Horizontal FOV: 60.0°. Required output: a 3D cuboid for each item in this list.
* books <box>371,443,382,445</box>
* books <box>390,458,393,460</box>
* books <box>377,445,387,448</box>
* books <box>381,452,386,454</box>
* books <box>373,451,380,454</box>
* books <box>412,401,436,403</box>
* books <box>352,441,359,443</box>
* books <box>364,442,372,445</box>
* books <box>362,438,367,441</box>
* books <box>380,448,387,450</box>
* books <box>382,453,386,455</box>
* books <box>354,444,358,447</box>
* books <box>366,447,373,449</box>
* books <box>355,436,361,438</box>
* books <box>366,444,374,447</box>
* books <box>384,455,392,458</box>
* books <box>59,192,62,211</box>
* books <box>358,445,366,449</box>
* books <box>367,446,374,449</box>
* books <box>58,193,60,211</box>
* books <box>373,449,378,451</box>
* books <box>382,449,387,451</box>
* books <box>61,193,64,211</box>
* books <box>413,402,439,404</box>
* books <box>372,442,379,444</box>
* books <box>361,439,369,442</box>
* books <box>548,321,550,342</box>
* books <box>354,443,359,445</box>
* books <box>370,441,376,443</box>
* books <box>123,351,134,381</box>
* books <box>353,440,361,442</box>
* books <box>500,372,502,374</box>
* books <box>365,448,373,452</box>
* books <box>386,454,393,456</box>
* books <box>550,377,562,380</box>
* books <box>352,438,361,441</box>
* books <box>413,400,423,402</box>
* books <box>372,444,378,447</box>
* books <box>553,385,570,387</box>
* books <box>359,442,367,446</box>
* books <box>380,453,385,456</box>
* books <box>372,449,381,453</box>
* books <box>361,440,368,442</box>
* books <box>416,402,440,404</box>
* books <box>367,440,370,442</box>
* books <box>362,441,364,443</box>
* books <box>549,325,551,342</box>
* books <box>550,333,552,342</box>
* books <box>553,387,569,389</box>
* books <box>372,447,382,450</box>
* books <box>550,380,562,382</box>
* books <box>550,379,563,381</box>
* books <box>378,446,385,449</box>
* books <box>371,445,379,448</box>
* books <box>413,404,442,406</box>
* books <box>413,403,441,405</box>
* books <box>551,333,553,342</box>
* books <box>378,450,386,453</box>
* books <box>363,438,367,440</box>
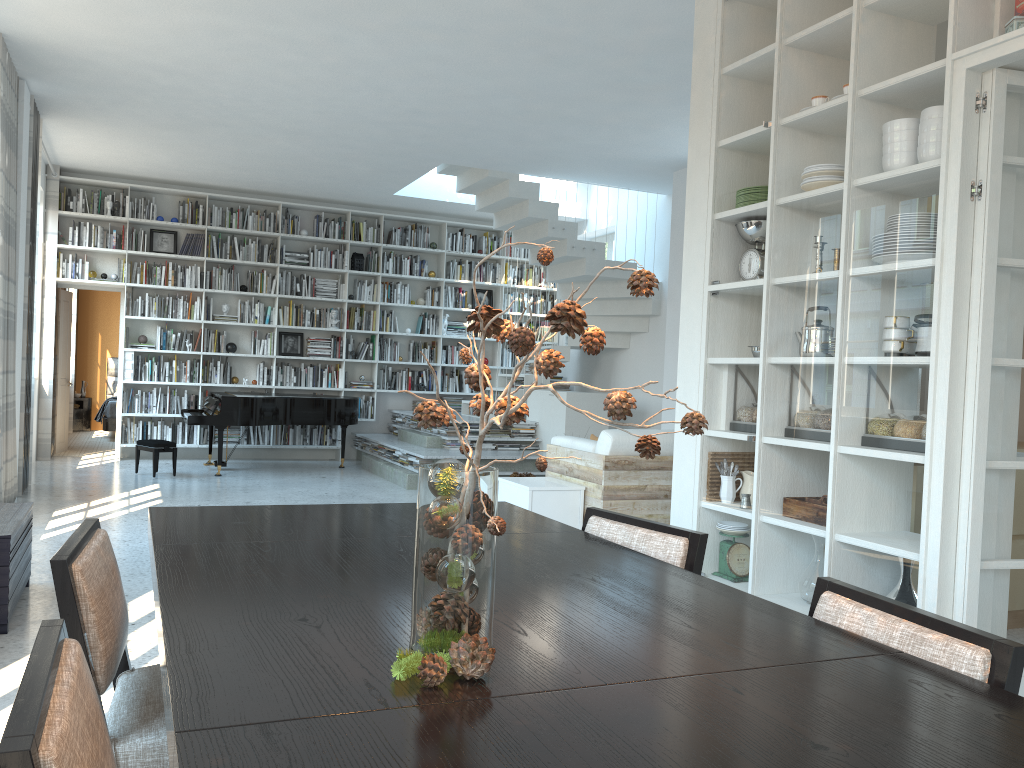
[{"bbox_3d":[-1.528,0.703,10.391,0.171,0.015,0.252,2,0,-26],"label":"books"},{"bbox_3d":[-1.278,0.823,9.828,0.142,0.012,0.291,2,0,-19],"label":"books"},{"bbox_3d":[-1.409,0.713,10.105,0.179,0.012,0.249,2,0,-26],"label":"books"},{"bbox_3d":[-1.394,0.785,10.114,0.130,0.014,0.249,2,1,-28],"label":"books"},{"bbox_3d":[-1.524,0.807,10.397,0.157,0.014,0.180,2,0,-26],"label":"books"},{"bbox_3d":[-1.119,0.237,11.677,0.346,0.007,0.193,2,0,-25],"label":"books"},{"bbox_3d":[-1.895,0.736,11.229,0.177,0.012,0.278,2,0,-27],"label":"books"},{"bbox_3d":[-1.654,0.718,10.677,0.180,0.015,0.294,2,0,-25],"label":"books"},{"bbox_3d":[-1.751,0.691,10.969,0.135,0.014,0.297,2,0,-22],"label":"books"},{"bbox_3d":[-1.400,0.738,10.110,0.169,0.009,0.241,2,0,-23],"label":"books"},{"bbox_3d":[-1.389,0.803,10.117,0.128,0.005,0.296,2,0,-21],"label":"books"},{"bbox_3d":[-1.885,0.784,11.234,0.171,0.016,0.241,2,0,-23],"label":"books"},{"bbox_3d":[-1.650,0.772,10.681,0.172,0.014,0.221,2,0,-22],"label":"books"},{"bbox_3d":[-1.878,0.671,11.233,0.158,0.014,0.234,2,0,-25],"label":"books"},{"bbox_3d":[-1.652,0.736,10.678,0.171,0.020,0.193,2,0,-19],"label":"books"},{"bbox_3d":[-1.297,0.805,9.820,0.189,0.009,0.290,2,0,-20],"label":"books"},{"bbox_3d":[-5.040,-2.018,9.907,0.024,0.228,0.129,2,1,-23],"label":"books"},{"bbox_3d":[-1.777,0.784,10.962,0.189,0.030,0.237,2,0,-23],"label":"books"},{"bbox_3d":[-1.637,0.762,10.686,0.149,0.007,0.300,2,0,-23],"label":"books"},{"bbox_3d":[-5.048,-2.014,9.879,0.014,0.219,0.188,2,1,-23],"label":"books"},{"bbox_3d":[-1.522,0.774,10.396,0.165,0.012,0.205,2,0,-23],"label":"books"},{"bbox_3d":[-1.396,0.747,10.112,0.155,0.009,0.297,2,0,-22],"label":"books"},{"bbox_3d":[-5.014,-2.015,9.907,0.023,0.223,0.150,2,1,-23],"label":"books"},{"bbox_3d":[-1.119,0.252,11.677,0.346,0.007,0.193,2,0,-21],"label":"books"},{"bbox_3d":[-1.524,0.690,10.392,0.174,0.011,0.227,2,0,-24],"label":"books"},{"bbox_3d":[-1.756,0.700,10.967,0.126,0.005,0.290,2,1,-28],"label":"books"},{"bbox_3d":[0.477,-0.722,12.309,0.018,0.293,0.169,2,1,-23],"label":"books"},{"bbox_3d":[-1.894,0.761,11.230,0.179,0.012,0.261,2,0,-20],"label":"books"},{"bbox_3d":[-1.538,0.682,10.386,0.193,0.005,0.224,2,0,-27],"label":"books"},{"bbox_3d":[-4.409,-0.210,10.198,0.106,0.340,0.307,2,1,-23],"label":"books"},{"bbox_3d":[-1.892,0.726,11.229,0.188,0.009,0.211,2,0,-24],"label":"books"},{"bbox_3d":[-0.174,-0.014,11.990,0.011,0.293,0.144,2,1,-23],"label":"books"},{"bbox_3d":[-1.657,0.792,10.678,0.177,0.026,0.230,2,0,-20],"label":"books"},{"bbox_3d":[-1.287,0.787,9.823,0.177,0.011,0.220,2,0,-21],"label":"books"},{"bbox_3d":[0.543,-0.076,11.910,0.232,0.025,0.123,2,1,-26],"label":"books"},{"bbox_3d":[-1.898,0.701,11.226,0.191,0.013,0.243,2,0,-27],"label":"books"},{"bbox_3d":[-1.118,0.230,11.676,0.346,0.007,0.193,2,0,-21],"label":"books"},{"bbox_3d":[-1.535,0.718,10.388,0.182,0.016,0.198,2,0,-18],"label":"books"},{"bbox_3d":[0.617,0.025,11.719,0.267,0.026,0.161,2,0,-18],"label":"books"},{"bbox_3d":[-1.783,0.743,10.958,0.191,0.028,0.212,2,0,-19],"label":"books"},{"bbox_3d":[-1.409,0.809,10.109,0.161,0.008,0.254,2,0,-18],"label":"books"},{"bbox_3d":[-1.527,0.785,10.395,0.159,0.012,0.292,2,0,-26],"label":"books"},{"bbox_3d":[-1.765,0.707,10.964,0.160,0.009,0.291,2,0,-21],"label":"books"},{"bbox_3d":[-1.119,0.245,11.677,0.308,0.008,0.195,2,0,-21],"label":"books"},{"bbox_3d":[-1.644,0.690,10.680,0.159,0.006,0.285,2,0,-21],"label":"books"},{"bbox_3d":[-1.755,0.721,10.969,0.143,0.019,0.230,2,0,-22],"label":"books"},{"bbox_3d":[0.495,-0.721,12.312,0.018,0.293,0.169,2,1,-23],"label":"books"},{"bbox_3d":[0.510,-0.721,12.324,0.018,0.293,0.169,2,1,-23],"label":"books"},{"bbox_3d":[0.618,0.050,11.715,0.234,0.025,0.157,2,1,-27],"label":"books"},{"bbox_3d":[-1.526,0.754,10.394,0.159,0.011,0.246,2,0,-27],"label":"books"},{"bbox_3d":[0.545,-0.042,11.903,0.206,0.014,0.150,2,0,-23],"label":"books"},{"bbox_3d":[0.547,-0.056,11.899,0.235,0.014,0.155,2,0,-22],"label":"books"},{"bbox_3d":[-1.407,0.726,10.107,0.165,0.014,0.235,2,1,-28],"label":"books"},{"bbox_3d":[-1.530,0.731,10.391,0.169,0.009,0.241,2,0,-27],"label":"books"},{"bbox_3d":[-1.119,0.274,11.675,0.346,0.007,0.193,2,0,-26],"label":"books"},{"bbox_3d":[-1.116,0.260,11.669,0.346,0.007,0.193,2,1,-28],"label":"books"},{"bbox_3d":[0.531,-0.720,12.321,0.018,0.293,0.169,2,1,-23],"label":"books"},{"bbox_3d":[-1.409,0.770,10.107,0.182,0.013,0.287,2,0,-22],"label":"books"},{"bbox_3d":[-1.755,0.674,10.967,0.137,0.018,0.200,2,0,-19],"label":"books"}]
